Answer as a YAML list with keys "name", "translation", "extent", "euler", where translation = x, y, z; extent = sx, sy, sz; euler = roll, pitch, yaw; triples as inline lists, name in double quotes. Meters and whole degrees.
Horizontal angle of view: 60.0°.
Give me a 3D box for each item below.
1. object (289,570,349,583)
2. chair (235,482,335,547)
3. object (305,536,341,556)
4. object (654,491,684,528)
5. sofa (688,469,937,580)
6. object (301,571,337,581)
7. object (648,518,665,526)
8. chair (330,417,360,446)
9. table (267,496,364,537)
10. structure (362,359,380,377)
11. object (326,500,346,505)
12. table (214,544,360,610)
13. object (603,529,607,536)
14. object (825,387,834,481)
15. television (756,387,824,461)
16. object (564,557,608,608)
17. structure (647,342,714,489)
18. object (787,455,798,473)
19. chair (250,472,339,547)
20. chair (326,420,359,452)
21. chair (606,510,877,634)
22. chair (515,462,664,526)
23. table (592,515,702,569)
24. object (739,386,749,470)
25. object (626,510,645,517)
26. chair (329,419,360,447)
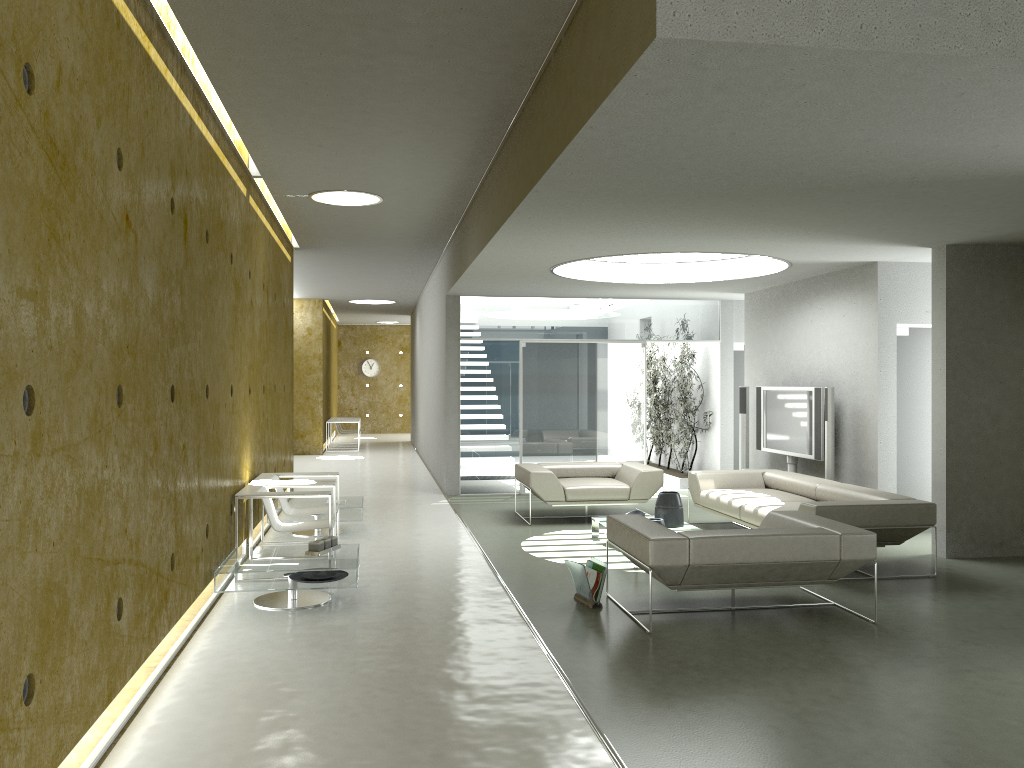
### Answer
- name: "object"
  translation: [-1.307, 1.307, 6.005]
  extent: [0.394, 0.027, 0.394]
  euler: [0, 0, -26]
- name: "chair"
  translation: [-1.796, 1.167, 7.120]
  extent: [0.710, 0.667, 0.800]
  euler: [0, 0, -9]
- name: "object"
  translation: [-1.352, 1.153, 6.360]
  extent: [0.118, 0.097, 0.326]
  euler: [0, 0, 16]
- name: "object"
  translation: [1.437, 1.146, 8.110]
  extent: [0.265, 0.309, 0.265]
  euler: [0, 0, -26]
- name: "sofa"
  translation: [2.589, 1.207, 8.200]
  extent: [1.037, 0.585, 2.791]
  euler: [0, 0, -9]
- name: "object"
  translation: [-1.307, 1.304, 6.005]
  extent: [0.239, 0.027, 0.239]
  euler: [0, 0, 8]
- name: "object"
  translation: [1.253, 1.245, 7.794]
  extent: [0.177, 0.113, 0.177]
  euler: [0, 0, -28]
- name: "chair"
  translation: [-4.088, 1.167, 21.769]
  extent: [0.710, 0.667, 0.800]
  euler: [0, 0, -9]
- name: "table"
  translation: [-1.963, 1.351, 8.973]
  extent: [0.900, 0.300, 0.900]
  euler: [0, 0, -9]
- name: "structure"
  translation: [-4.236, -0.479, 26.676]
  extent: [0.547, 0.539, 0.016]
  euler: [0, 0, -9]
- name: "object"
  translation: [-1.761, 1.187, 8.873]
  extent: [0.197, 0.029, 0.189]
  euler: [0, 0, -9]
- name: "table"
  translation: [-1.522, 1.351, 6.159]
  extent: [0.900, 0.300, 0.900]
  euler: [0, 0, -9]
- name: "object"
  translation: [1.049, 1.439, 8.302]
  extent: [0.387, 0.124, 0.387]
  euler: [0, 0, -37]
- name: "object"
  translation: [3.225, 0.766, 8.996]
  extent: [0.310, 1.469, 0.310]
  euler: [0, 0, -32]
- name: "television"
  translation: [3.179, 0.422, 10.093]
  extent: [0.127, 0.781, 1.603]
  euler: [0, 0, -9]
- name: "object"
  translation: [0.507, 1.357, 6.081]
  extent: [0.216, 0.288, 0.329]
  euler: [0, 0, -19]
- name: "structure"
  translation: [2.381, 0.207, 14.257]
  extent: [0.646, 2.589, 3.371]
  euler: [0, 0, -9]
- name: "object"
  translation: [3.125, 1.157, 10.085]
  extent: [0.323, 0.689, 0.882]
  euler: [0, 0, -9]
- name: "chair"
  translation: [-1.928, 1.167, 7.966]
  extent: [0.710, 0.667, 0.800]
  euler: [0, 0, -9]
- name: "chair"
  translation: [-3.823, 1.167, 20.077]
  extent: [0.710, 0.667, 0.800]
  euler: [0, 0, -9]
- name: "chair"
  translation: [1.474, 1.210, 5.926]
  extent: [1.481, 0.583, 1.039]
  euler: [0, 0, -9]
- name: "chair"
  translation: [0.840, 1.210, 9.976]
  extent: [1.481, 0.583, 1.039]
  euler: [0, 0, -9]
- name: "table"
  translation: [1.286, 1.401, 8.001]
  extent: [0.790, 0.200, 1.500]
  euler: [0, 0, -9]
- name: "object"
  translation: [2.945, 0.766, 11.218]
  extent: [0.310, 1.469, 0.310]
  euler: [0, 0, 18]
- name: "object"
  translation: [1.101, 1.239, 8.160]
  extent: [0.223, 0.125, 0.317]
  euler: [0, 0, 28]
- name: "chair"
  translation: [-3.955, 1.167, 20.923]
  extent: [0.710, 0.667, 0.800]
  euler: [0, 0, -9]
